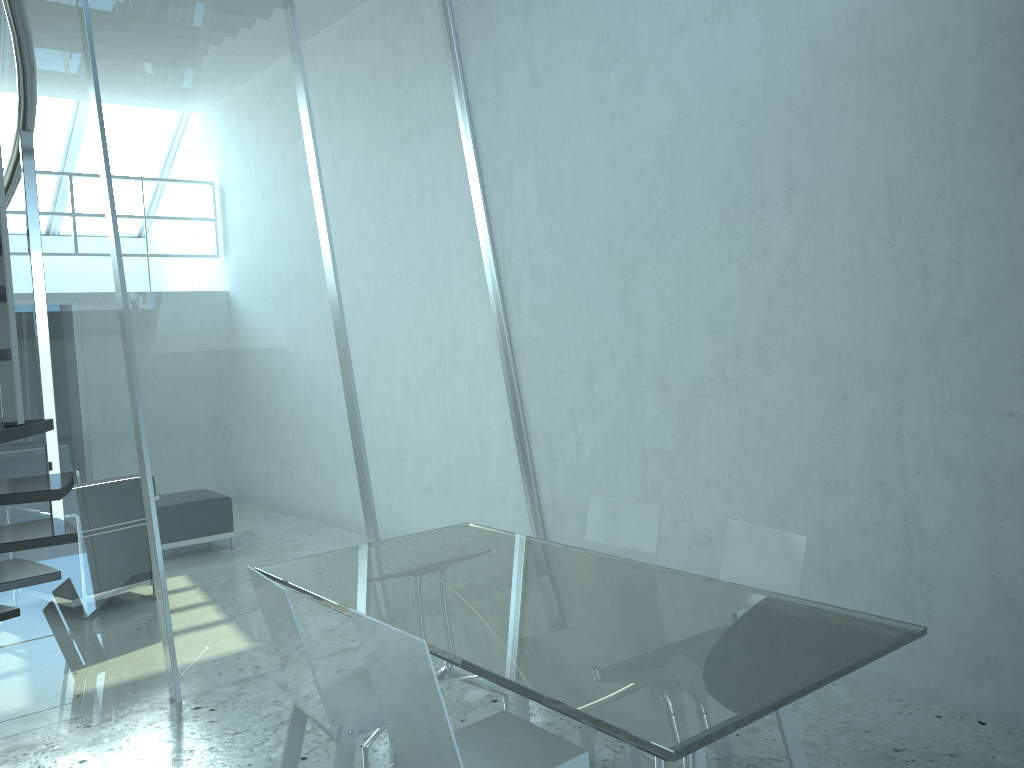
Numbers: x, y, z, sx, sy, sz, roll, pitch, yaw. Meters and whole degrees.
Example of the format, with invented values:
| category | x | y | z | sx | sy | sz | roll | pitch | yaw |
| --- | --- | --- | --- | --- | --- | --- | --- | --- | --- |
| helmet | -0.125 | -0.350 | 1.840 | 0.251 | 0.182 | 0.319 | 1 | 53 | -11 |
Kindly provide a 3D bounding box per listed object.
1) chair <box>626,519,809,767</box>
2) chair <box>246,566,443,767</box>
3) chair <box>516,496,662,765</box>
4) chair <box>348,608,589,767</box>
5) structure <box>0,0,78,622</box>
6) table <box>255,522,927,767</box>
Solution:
| category | x | y | z | sx | sy | sz | roll | pitch | yaw |
| --- | --- | --- | --- | --- | --- | --- | --- | --- | --- |
| chair | 0.667 | 0.929 | 2.898 | 0.492 | 0.857 | 0.410 | -5 | 4 | -28 |
| chair | -0.525 | 0.996 | 2.855 | 0.492 | 0.857 | 0.413 | -5 | 4 | -33 |
| chair | 0.307 | 0.918 | 3.449 | 0.492 | 0.857 | 0.413 | -6 | 4 | -43 |
| chair | -0.101 | 1.000 | 2.362 | 0.492 | 0.857 | 0.410 | -6 | 4 | -38 |
| structure | -2.741 | -0.445 | 1.198 | 3.780 | 4.156 | 2.655 | -6 | 4 | -38 |
| table | 0.079 | 1.030 | 2.885 | 1.000 | 0.720 | 2.100 | -6 | 4 | -38 |
